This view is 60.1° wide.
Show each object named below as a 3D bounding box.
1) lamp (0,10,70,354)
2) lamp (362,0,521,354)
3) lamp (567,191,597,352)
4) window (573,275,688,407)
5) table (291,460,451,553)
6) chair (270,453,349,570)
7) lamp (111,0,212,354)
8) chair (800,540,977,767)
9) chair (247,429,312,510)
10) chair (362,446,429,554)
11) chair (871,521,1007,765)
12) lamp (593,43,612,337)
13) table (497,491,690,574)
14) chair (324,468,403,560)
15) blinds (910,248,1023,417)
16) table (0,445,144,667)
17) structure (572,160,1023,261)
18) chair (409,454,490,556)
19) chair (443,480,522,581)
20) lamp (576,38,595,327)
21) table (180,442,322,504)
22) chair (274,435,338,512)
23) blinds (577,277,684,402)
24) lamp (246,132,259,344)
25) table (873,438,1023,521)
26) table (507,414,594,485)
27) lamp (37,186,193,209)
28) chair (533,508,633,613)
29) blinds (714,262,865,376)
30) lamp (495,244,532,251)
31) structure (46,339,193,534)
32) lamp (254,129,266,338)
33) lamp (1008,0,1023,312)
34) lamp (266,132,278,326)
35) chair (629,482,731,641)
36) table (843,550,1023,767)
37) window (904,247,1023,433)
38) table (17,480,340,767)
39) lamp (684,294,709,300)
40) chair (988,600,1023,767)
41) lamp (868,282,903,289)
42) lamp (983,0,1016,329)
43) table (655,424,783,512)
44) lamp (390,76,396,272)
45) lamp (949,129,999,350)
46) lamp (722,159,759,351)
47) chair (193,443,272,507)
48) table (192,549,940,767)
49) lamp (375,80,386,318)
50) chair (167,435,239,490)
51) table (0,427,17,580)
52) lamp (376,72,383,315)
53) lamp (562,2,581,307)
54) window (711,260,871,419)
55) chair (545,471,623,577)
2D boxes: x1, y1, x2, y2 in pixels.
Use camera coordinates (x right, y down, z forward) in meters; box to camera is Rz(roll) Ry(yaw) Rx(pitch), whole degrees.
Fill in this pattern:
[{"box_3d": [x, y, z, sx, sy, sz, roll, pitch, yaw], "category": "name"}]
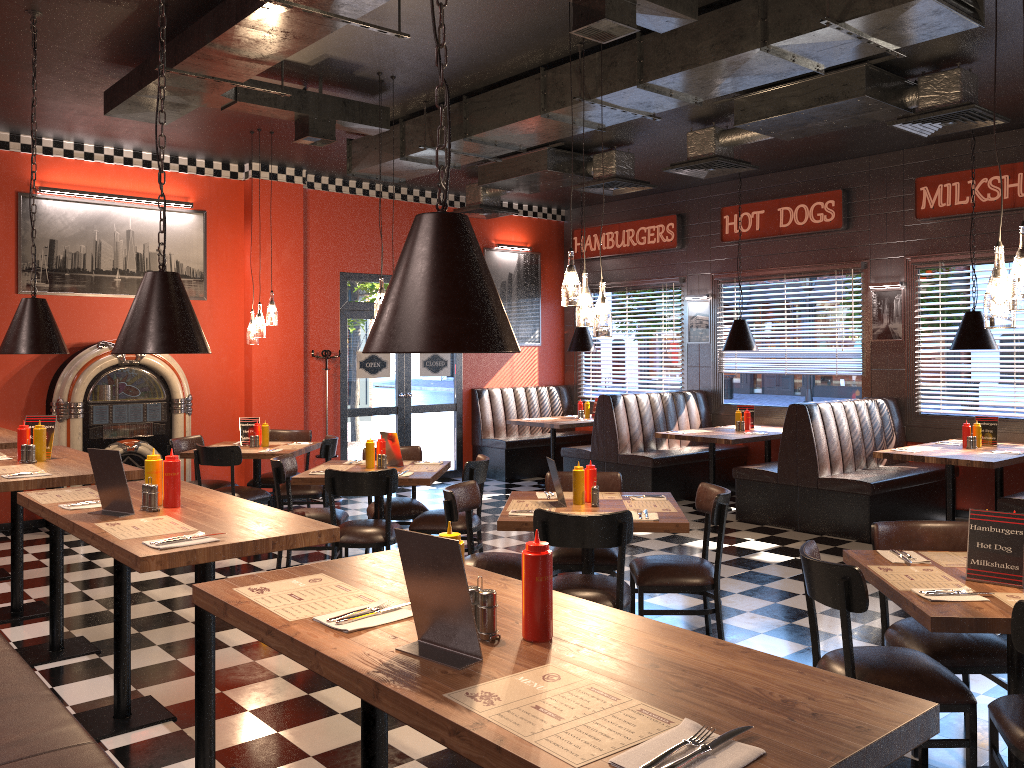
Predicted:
[{"box_3d": [-2.854, -1.200, 5.289, 0.382, 2.045, 0.382, 0, 0, 1], "category": "lamp"}, {"box_3d": [-0.173, -1.097, 2.150, 0.382, 2.045, 0.382, 0, 0, 1], "category": "lamp"}, {"box_3d": [0.886, -1.435, 11.276, 0.382, 2.045, 0.382, 0, 0, 8], "category": "lamp"}, {"box_3d": [1.576, -0.528, 11.862, 0.127, 1.714, 2.027, 0, 1, -41], "category": "window"}, {"box_3d": [-0.993, 1.008, 6.500, 0.960, 0.774, 0.957, 0, 1, 5], "category": "table"}, {"box_3d": [-1.490, 0.964, 6.492, 0.544, 0.868, 0.486, 0, 0, -3], "category": "chair"}, {"box_3d": [-1.431, -1.145, 3.623, 0.382, 2.045, 0.382, 0, 0, 1], "category": "lamp"}, {"box_3d": [1.372, 1.067, 3.340, 0.544, 0.868, 0.486, 0, 0, -1], "category": "chair"}, {"box_3d": [-2.230, 0.891, 8.588, 0.486, 0.868, 0.544, 0, 0, 14], "category": "chair"}, {"box_3d": [-0.915, 0.944, 6.976, 0.486, 0.868, 0.544, 0, 0, -17], "category": "chair"}, {"box_3d": [1.824, 1.050, 3.744, 0.486, 0.868, 0.544, 0, 0, -1], "category": "chair"}, {"box_3d": [0.500, -1.243, 4.936, 0.108, 1.966, 0.108, 0, -1, -29], "category": "lamp"}, {"box_3d": [0.442, 1.060, 4.909, 0.960, 0.774, 0.957, 0, 1, 5], "category": "table"}, {"box_3d": [-0.992, 0.981, 5.979, 0.486, 0.868, 0.544, 0, 0, -1], "category": "chair"}, {"box_3d": [4.630, -0.468, 8.170, 0.101, 1.553, 1.869, 0, 1, -41], "category": "blinds"}, {"box_3d": [-2.800, 0.951, 5.201, 0.696, 1.000, 1.692, -1, 1, -40], "category": "table"}, {"box_3d": [4.529, -1.819, 8.226, 0.120, 0.438, 11.263, 0, 1, -41], "category": "structure"}, {"box_3d": [-0.432, 0.963, 6.402, 0.544, 0.868, 0.486, 0, 0, 9], "category": "chair"}, {"box_3d": [-0.119, 1.012, 5.007, 0.544, 0.868, 0.486, 0, 0, 14], "category": "chair"}, {"box_3d": [0.410, -1.305, 5.020, 0.108, 1.966, 0.108, 0, 0, 1], "category": "lamp"}, {"box_3d": [-2.329, 0.958, 8.024, 0.960, 0.774, 0.957, 0, 1, 5], "category": "table"}, {"box_3d": [-1.839, 0.911, 7.974, 0.544, 0.868, 0.486, 0, 0, -9], "category": "chair"}, {"box_3d": [1.524, -0.546, 11.805, 0.099, 1.635, 1.869, 0, 0, -41], "category": "blinds"}, {"box_3d": [-2.389, -1.348, 8.151, 0.108, 1.966, 0.108, -1, -1, 31], "category": "lamp"}, {"box_3d": [3.988, 0.945, 7.628, 1.692, 0.774, 0.956, -2, 2, -40], "category": "table"}, {"box_3d": [0.888, 0.826, 11.257, 1.692, 0.774, 0.956, -2, 2, -40], "category": "table"}, {"box_3d": [-3.877, -1.834, 8.742, 1.444, 0.056, 0.081, -2, 2, -40], "category": "lamp"}, {"box_3d": [0.364, 1.031, 4.434, 0.486, 0.868, 0.544, 0, 0, 8], "category": "chair"}, {"box_3d": [3.078, -0.701, 9.987, 0.100, 1.206, 1.869, 0, 1, -41], "category": "blinds"}, {"box_3d": [0.017, -1.858, 12.068, 0.610, 0.056, 0.081, -2, 2, -40], "category": "lamp"}, {"box_3d": [-3.742, 0.452, 8.516, 1.294, 1.768, 0.500, -1, 0, -40], "category": "structure"}, {"box_3d": [-2.299, -1.405, 8.067, 0.108, 1.966, 0.108, 0, 0, 1], "category": "lamp"}, {"box_3d": [1.837, -1.244, 3.185, 0.108, 1.966, 0.108, -1, -1, 36], "category": "lamp"}, {"box_3d": [-2.215, -1.521, 8.168, 0.108, 1.966, 0.108, 0, 0, -9], "category": "lamp"}, {"box_3d": [0.939, 1.011, 4.917, 0.544, 0.868, 0.486, 0, 0, 2], "category": "chair"}, {"box_3d": [1.858, 1.114, 3.275, 0.956, 0.774, 0.960, 0, 1, 5], "category": "table"}, {"box_3d": [4.679, -0.408, 8.229, 0.127, 1.714, 2.027, 0, 1, -41], "category": "window"}, {"box_3d": [-1.430, 1.003, 3.597, 0.696, 1.000, 1.692, -1, 1, -40], "category": "table"}, {"box_3d": [2.273, -1.069, 10.895, 0.081, 0.056, 0.334, -1, 2, -40], "category": "lamp"}, {"box_3d": [1.807, 1.085, 2.785, 0.486, 0.868, 0.544, 0, 0, 16], "category": "chair"}, {"box_3d": [3.828, -1.009, 9.075, 0.081, 0.056, 0.334, -1, 2, -40], "category": "lamp"}, {"box_3d": [1.811, -1.190, 3.305, 0.108, 1.966, 0.108, 0, 0, 6], "category": "lamp"}, {"box_3d": [2.446, 0.886, 9.433, 1.692, 0.774, 0.956, -2, 2, -40], "category": "table"}, {"box_3d": [-0.876, -1.355, 6.540, 0.108, 1.966, 0.108, -1, -1, 31], "category": "lamp"}, {"box_3d": [3.982, -1.316, 7.652, 0.382, 2.045, 0.382, 0, 0, 31], "category": "lamp"}, {"box_3d": [2.433, -1.376, 9.464, 0.382, 2.045, 0.382, 0, 0, 31], "category": "lamp"}, {"box_3d": [-2.395, 0.930, 7.539, 0.486, 0.868, 0.544, 0, 0, 24], "category": "chair"}, {"box_3d": [-0.053, 1.056, 1.985, 0.696, 1.000, 1.692, -1, 1, -40], "category": "table"}, {"box_3d": [-0.976, -1.470, 6.626, 0.108, 1.966, 0.108, 0, 0, 6], "category": "lamp"}, {"box_3d": [-2.798, 0.915, 7.991, 0.544, 0.868, 0.486, 0, 0, 14], "category": "chair"}, {"box_3d": [-4.190, 0.897, 6.829, 0.696, 1.000, 1.692, -1, 1, -40], "category": "table"}, {"box_3d": [-0.960, -1.292, 6.450, 0.108, 1.966, 0.108, 0, -1, -29], "category": "lamp"}, {"box_3d": [0.325, -1.413, 4.922, 0.108, 1.966, 0.108, 0, -1, 21], "category": "lamp"}, {"box_3d": [3.127, -0.468, 10.046, 0.127, 1.714, 2.027, 0, 1, -41], "category": "window"}, {"box_3d": [0.441, 0.994, 5.430, 0.486, 0.868, 0.544, 0, 0, 5], "category": "chair"}]
